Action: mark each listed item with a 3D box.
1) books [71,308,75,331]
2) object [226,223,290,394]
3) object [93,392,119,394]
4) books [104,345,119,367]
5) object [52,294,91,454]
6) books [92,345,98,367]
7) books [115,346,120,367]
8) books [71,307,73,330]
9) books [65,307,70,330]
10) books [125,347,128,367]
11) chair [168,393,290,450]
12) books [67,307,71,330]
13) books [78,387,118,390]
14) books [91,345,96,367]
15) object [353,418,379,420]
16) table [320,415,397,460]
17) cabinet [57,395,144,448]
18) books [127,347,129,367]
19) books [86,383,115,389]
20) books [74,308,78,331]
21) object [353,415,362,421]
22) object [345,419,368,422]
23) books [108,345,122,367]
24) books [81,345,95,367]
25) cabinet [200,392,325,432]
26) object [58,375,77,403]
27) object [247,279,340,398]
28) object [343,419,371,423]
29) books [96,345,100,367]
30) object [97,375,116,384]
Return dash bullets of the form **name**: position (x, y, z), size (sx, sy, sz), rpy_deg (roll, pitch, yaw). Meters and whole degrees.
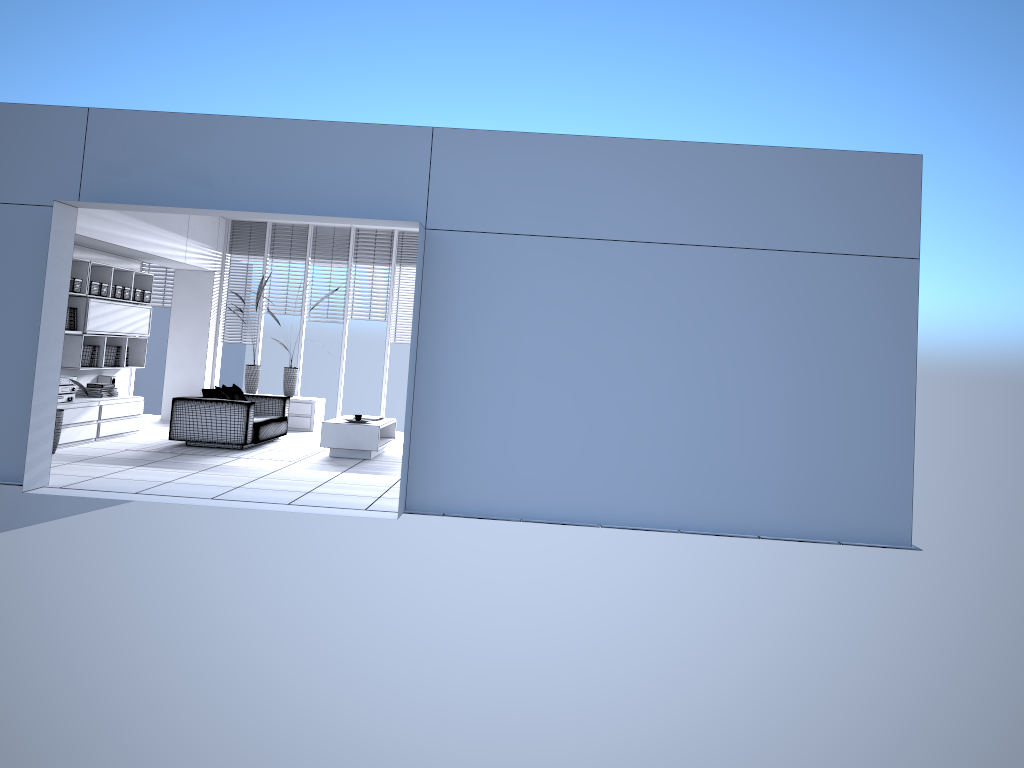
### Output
- **books**: position (-5.035, -0.737, 9.938), size (0.207, 0.260, 0.072), rpy_deg (4, -4, 2)
- **object**: position (-3.725, -1.345, 13.167), size (1.429, 3.008, 0.490), rpy_deg (2, -5, 30)
- **object**: position (-4.966, 0.099, 10.586), size (0.285, 0.008, 0.414), rpy_deg (4, 2, 3)
- **books**: position (-5.025, -0.348, 10.985), size (0.207, 0.262, 0.074), rpy_deg (4, -4, 2)
- **object**: position (-4.595, -0.120, 8.748), size (1.177, 1.596, 0.248), rpy_deg (2, -5, 34)
- **books**: position (-5.044, -0.334, 10.480), size (0.207, 0.261, 0.050), rpy_deg (4, -4, 2)
- **books**: position (-5.025, -0.349, 11.017), size (0.207, 0.262, 0.074), rpy_deg (4, -4, 1)
- **books**: position (-5.040, -0.738, 9.906), size (0.207, 0.262, 0.074), rpy_deg (4, -4, 2)
- **books**: position (-5.045, -0.736, 9.810), size (0.207, 0.261, 0.050), rpy_deg (4, -4, 2)
- **books**: position (-5.027, -0.355, 11.284), size (0.207, 0.262, 0.074), rpy_deg (4, -4, 2)
- **chair**: position (-3.334, 0.425, 10.673), size (0.960, 0.555, 1.643), rpy_deg (4, 1, 2)
- **books**: position (-5.042, -0.737, 9.874), size (0.207, 0.262, 0.074), rpy_deg (4, -4, 2)
- **books**: position (-4.964, 0.050, 10.556), size (0.285, 0.008, 0.414), rpy_deg (4, 2, 3)
- **books**: position (-5.043, -0.332, 10.413), size (0.207, 0.262, 0.074), rpy_deg (4, -4, 1)
- **object**: position (-1.736, 0.410, 10.643), size (0.285, 0.008, 0.414), rpy_deg (4, 2, 3)
- **table**: position (-1.791, 0.623, 10.396), size (0.650, 0.390, 1.196), rpy_deg (4, 1, 2)
- **cabinet**: position (-4.944, 0.399, 9.956), size (0.574, 0.451, 2.262), rpy_deg (4, 2, 2)
- **books**: position (-5.026, -0.356, 11.316), size (0.207, 0.262, 0.074), rpy_deg (4, -4, 2)
- **books**: position (-4.928, 0.022, 10.567), size (0.207, 0.050, 0.257), rpy_deg (4, 2, 7)
- **books**: position (-5.025, -0.740, 9.983), size (0.207, 0.260, 0.072), rpy_deg (4, -4, 1)
- **object**: position (-1.759, 0.388, 10.057), size (0.096, 0.070, 0.084), rpy_deg (4, -1, -17)
- **object**: position (-1.764, 0.418, 10.055), size (0.216, 0.012, 0.215), rpy_deg (2, 2, -42)
- **books**: position (-5.026, -0.351, 11.084), size (0.207, 0.261, 0.050), rpy_deg (4, -4, 2)
- **books**: position (-5.043, -0.331, 10.382), size (0.207, 0.262, 0.074), rpy_deg (4, -4, 2)
- **cabinet**: position (-3.640, 0.395, 12.858), size (1.675, 0.453, 0.594), rpy_deg (4, -1, 2)
- **object**: position (-4.913, 0.049, 9.397), size (0.347, 0.271, 0.429), rpy_deg (4, 0, 2)
- **object**: position (-3.247, -0.739, 12.779), size (1.550, 1.878, 0.687), rpy_deg (4, -4, -4)
- **object**: position (-1.763, 0.425, 10.058), size (0.330, 0.025, 0.327), rpy_deg (5, 2, 31)
- **books**: position (-5.042, -0.335, 10.532), size (0.207, 0.261, 0.050), rpy_deg (4, -4, 2)
- **object**: position (-5.087, 0.013, 11.054), size (0.177, 0.233, 0.118), rpy_deg (4, -3, 2)
